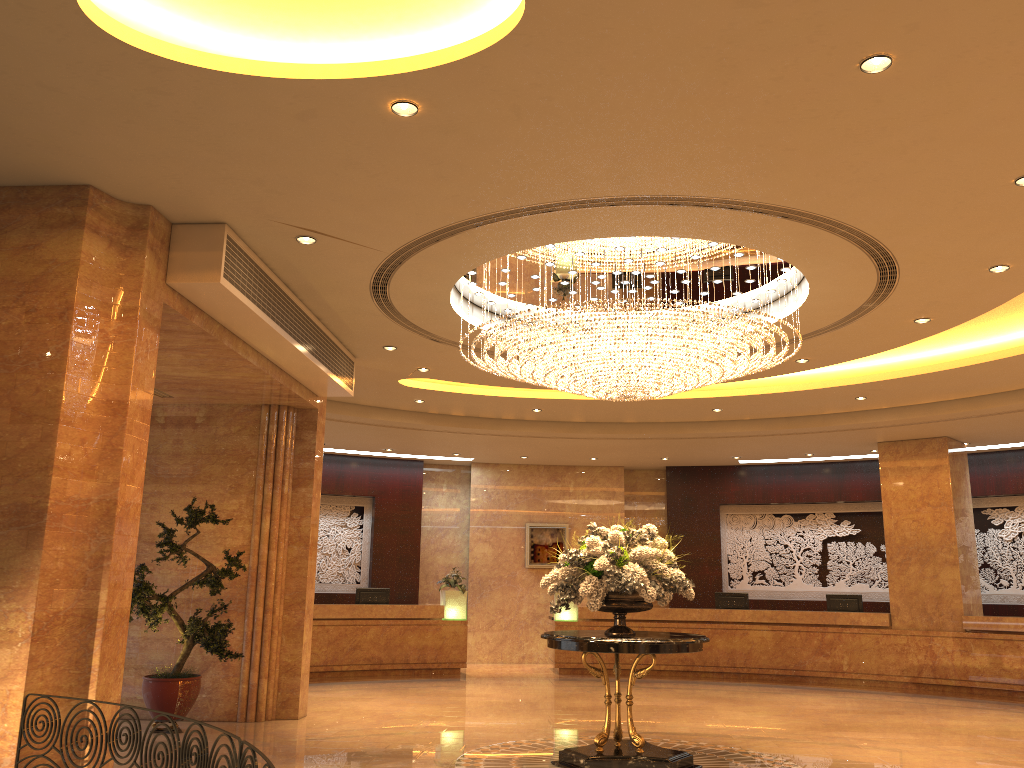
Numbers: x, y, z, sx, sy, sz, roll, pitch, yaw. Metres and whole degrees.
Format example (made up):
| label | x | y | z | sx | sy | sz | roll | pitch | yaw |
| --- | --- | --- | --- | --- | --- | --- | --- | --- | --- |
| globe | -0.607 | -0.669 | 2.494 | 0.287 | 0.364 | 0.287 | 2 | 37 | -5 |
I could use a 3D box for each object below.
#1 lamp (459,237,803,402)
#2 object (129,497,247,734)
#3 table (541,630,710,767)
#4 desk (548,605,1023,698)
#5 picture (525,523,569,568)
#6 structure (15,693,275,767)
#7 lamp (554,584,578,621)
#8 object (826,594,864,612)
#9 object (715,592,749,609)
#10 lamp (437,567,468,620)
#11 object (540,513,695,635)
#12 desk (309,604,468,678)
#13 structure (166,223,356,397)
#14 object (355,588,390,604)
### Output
| label | x | y | z | sx | sy | sz | roll | pitch | yaw |
| --- | --- | --- | --- | --- | --- | --- | --- | --- | --- |
| lamp | 1.097 | -0.445 | 8.519 | 3.206 | 1.196 | 3.204 | -10 | -17 | 40 |
| object | -3.413 | 2.355 | 9.156 | 1.250 | 2.363 | 0.843 | 4 | -13 | -15 |
| table | 0.992 | 2.761 | 7.789 | 1.493 | 1.089 | 1.493 | 1 | -13 | -2 |
| desk | 6.256 | 4.124 | 13.534 | 12.951 | 1.155 | 3.466 | -9 | -16 | 38 |
| picture | 0.718 | 3.303 | 18.112 | 0.875 | 0.890 | 0.068 | 2 | -13 | -5 |
| structure | -2.669 | 1.444 | 1.215 | 3.815 | 0.995 | 7.624 | -4 | -14 | 22 |
| lamp | 0.957 | 3.822 | 16.098 | 0.577 | 0.925 | 0.542 | -1 | -13 | 6 |
| object | 5.761 | 3.894 | 15.347 | 0.430 | 0.500 | 0.531 | 6 | -14 | -23 |
| object | 3.987 | 4.032 | 16.069 | 0.430 | 0.500 | 0.531 | 10 | -16 | -34 |
| lamp | -1.060 | 3.712 | 15.757 | 0.570 | 0.923 | 0.580 | 1 | -13 | 1 |
| object | 0.990 | 1.751 | 8.052 | 1.277 | 0.999 | 1.318 | -8 | -16 | 34 |
| desk | -3.143 | 4.291 | 14.896 | 5.227 | 1.155 | 1.570 | 9 | -15 | -30 |
| structure | -2.264 | -0.540 | 8.759 | 0.425 | 0.483 | 4.113 | 0 | -13 | 4 |
| object | -2.599 | 3.818 | 15.513 | 0.918 | 0.500 | 0.397 | 4 | -13 | -13 |
